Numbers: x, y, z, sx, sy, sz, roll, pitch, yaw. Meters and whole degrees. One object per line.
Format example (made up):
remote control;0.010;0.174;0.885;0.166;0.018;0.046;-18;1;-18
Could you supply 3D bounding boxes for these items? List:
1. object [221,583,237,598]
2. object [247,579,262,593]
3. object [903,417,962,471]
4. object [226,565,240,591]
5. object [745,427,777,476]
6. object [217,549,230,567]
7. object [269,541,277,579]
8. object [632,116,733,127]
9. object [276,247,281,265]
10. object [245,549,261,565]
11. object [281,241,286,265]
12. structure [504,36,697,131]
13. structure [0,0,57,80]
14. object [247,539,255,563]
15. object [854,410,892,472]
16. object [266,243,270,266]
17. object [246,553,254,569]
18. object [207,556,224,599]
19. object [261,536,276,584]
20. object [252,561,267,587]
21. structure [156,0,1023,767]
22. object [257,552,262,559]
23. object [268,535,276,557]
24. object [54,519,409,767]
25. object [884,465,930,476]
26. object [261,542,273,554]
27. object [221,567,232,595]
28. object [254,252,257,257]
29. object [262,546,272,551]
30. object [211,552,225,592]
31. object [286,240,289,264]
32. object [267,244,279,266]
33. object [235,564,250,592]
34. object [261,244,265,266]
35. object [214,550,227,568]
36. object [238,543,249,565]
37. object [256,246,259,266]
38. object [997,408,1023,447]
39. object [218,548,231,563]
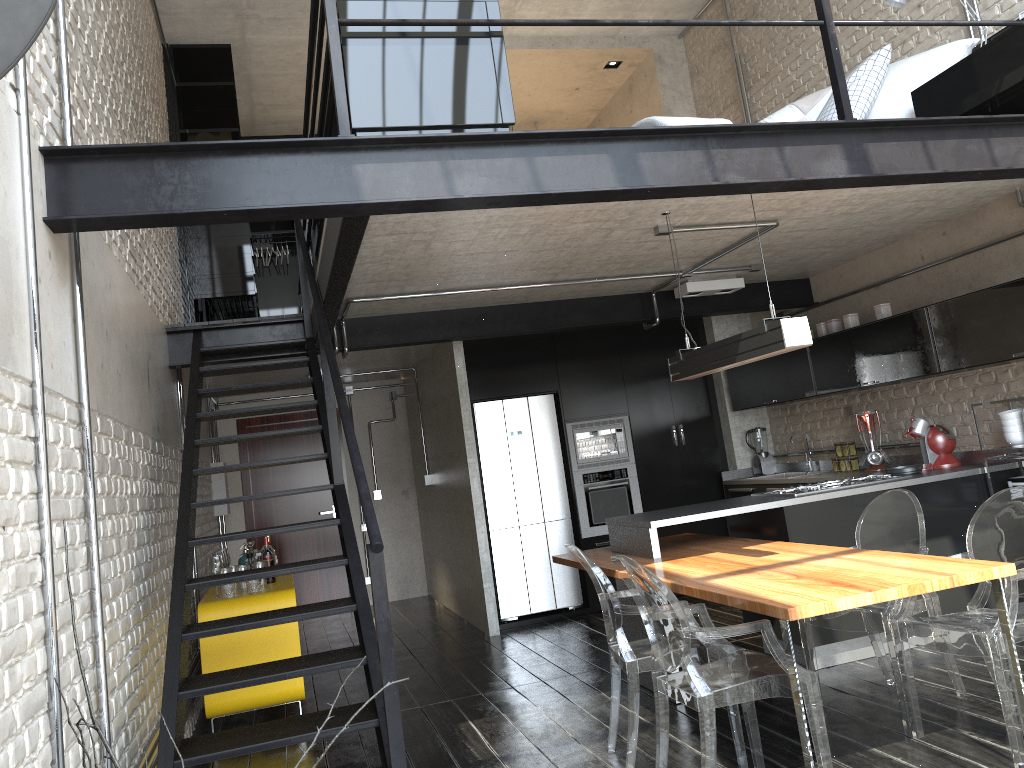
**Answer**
object;-1.683;1.209;5.267;0.095;0.121;0.095;-13;-9;36
object;-1.565;1.203;5.372;0.095;0.121;0.095;-8;-7;2
object;2.716;0.376;5.727;0.351;0.344;0.218;-4;-9;-31
object;-1.759;1.232;5.604;0.087;0.156;0.087;-7;-8;-3
object;2.170;0.592;7.776;0.223;0.427;0.160;-6;-8;-15
object;-1.969;1.255;6.034;0.092;0.247;0.092;-14;-10;35
object;-1.648;1.206;6.037;0.067;0.260;0.098;-6;-8;-10
object;0.702;-1.146;5.560;0.683;0.665;2.493;-6;-6;-14
object;-2.649;-1.502;9.991;0.010;0.221;0.425;-4;-7;-21
object;-1.780;1.253;6.112;0.101;0.213;0.100;-8;-8;0
object;-2.595;-1.508;10.003;0.010;0.221;0.426;-5;-7;-20
structure;0.357;-1.748;9.659;2.597;2.977;2.763;-6;-7;-15
structure;-0.943;-0.594;1.424;0.358;0.309;0.176;-8;-8;3
object;-1.759;1.199;5.993;0.114;0.295;0.114;-10;-8;12
object;2.571;0.408;6.346;0.211;0.430;0.200;-8;-8;-1
object;-2.755;-1.490;9.958;0.010;0.221;0.426;-5;-7;-20
object;-1.731;1.226;5.861;0.087;0.208;0.086;-9;-8;9
object;-1.791;1.169;5.357;0.093;0.247;0.091;-3;-10;-32
object;-1.610;1.157;5.833;0.081;0.311;0.080;-4;-9;-23
object;-1.603;1.215;5.644;0.087;0.156;0.087;-7;-8;-3
structure;0.662;-0.001;4.945;4.792;3.371;3.750;-6;-7;-15
object;-1.763;1.286;6.307;0.052;0.184;0.134;-11;-8;22
object;-1.686;1.197;6.150;0.081;0.310;0.080;-5;-9;-21
object;-0.278;0.516;0.954;0.352;0.788;0.691;-5;-8;-18
object;2.448;0.539;5.506;0.226;0.050;0.309;-9;-5;13
object;-1.641;1.159;5.941;0.080;0.332;0.079;-4;-9;-25
object;-1.778;1.226;5.506;0.087;0.156;0.087;-7;-8;-3
object;-2.911;-1.474;9.903;0.010;0.221;0.426;-3;-7;-28
object;-1.722;1.201;6.230;0.073;0.323;0.072;-4;-9;-25
object;-1.920;1.226;5.786;0.092;0.247;0.092;-14;-10;35
object;-2.536;-1.517;9.992;0.010;0.221;0.426;-5;-6;-15
object;-2.711;-1.493;9.997;0.010;0.221;0.426;-2;-8;-31
object;-1.682;1.217;5.546;0.087;0.156;0.087;-7;-8;-3
object;-2.807;-1.484;9.940;0.010;0.221;0.426;-6;-6;-12
object;-1.944;1.240;5.905;0.092;0.247;0.092;-14;-10;35
object;-1.972;1.304;6.565;0.119;0.241;0.118;-8;-8;1
object;-2.861;-1.478;9.929;0.010;0.221;0.426;-5;-6;-18
object;2.952;0.246;5.071;0.150;0.218;0.306;-5;-7;-18
object;-2.000;1.270;6.152;0.092;0.247;0.092;-14;-10;35
